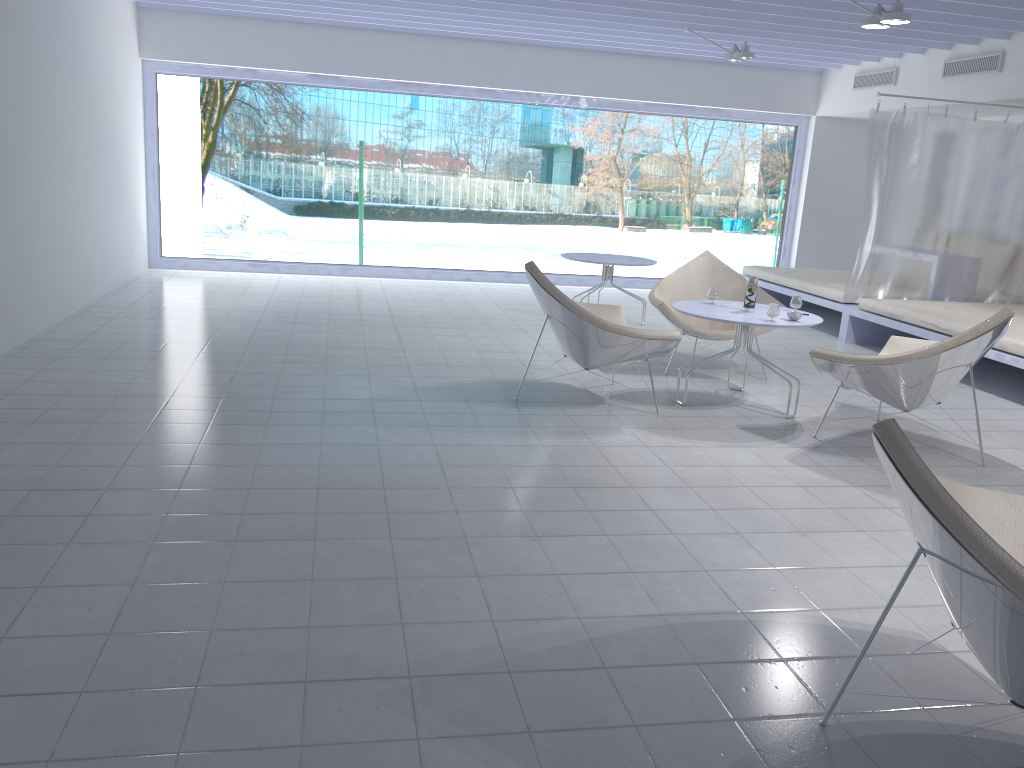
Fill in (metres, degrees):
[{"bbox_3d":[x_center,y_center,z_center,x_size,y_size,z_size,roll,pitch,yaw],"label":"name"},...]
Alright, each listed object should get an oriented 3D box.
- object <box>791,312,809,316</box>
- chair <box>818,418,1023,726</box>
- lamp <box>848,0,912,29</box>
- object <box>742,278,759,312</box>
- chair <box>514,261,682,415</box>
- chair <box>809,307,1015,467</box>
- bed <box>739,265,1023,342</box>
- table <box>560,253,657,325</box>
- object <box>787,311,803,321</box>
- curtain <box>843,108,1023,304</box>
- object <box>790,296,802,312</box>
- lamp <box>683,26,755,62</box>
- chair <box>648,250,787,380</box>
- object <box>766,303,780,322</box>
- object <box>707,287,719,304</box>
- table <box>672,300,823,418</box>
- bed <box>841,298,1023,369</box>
[{"bbox_3d":[1.531,-0.372,4.717,0.012,0.016,0.098,-10,19,-44],"label":"object"},{"bbox_3d":[1.126,0.471,1.980,0.753,0.759,0.906,5,14,6],"label":"chair"},{"bbox_3d":[2.106,-2.329,5.407,0.587,0.218,0.380,1,14,-11],"label":"lamp"},{"bbox_3d":[1.340,-0.503,4.974,0.075,0.189,0.075,-1,15,-19],"label":"object"},{"bbox_3d":[0.398,-0.285,4.869,0.753,0.759,0.906,0,14,-16],"label":"chair"},{"bbox_3d":[2.029,-0.058,4.394,0.906,0.759,0.753,-8,18,-40],"label":"chair"},{"bbox_3d":[3.533,-0.798,8.553,2.022,0.422,2.200,1,14,-11],"label":"bed"},{"bbox_3d":[0.806,-0.815,7.628,0.825,0.534,0.823,13,17,34],"label":"table"},{"bbox_3d":[1.512,-0.360,4.747,0.082,0.043,0.082,-9,19,-42],"label":"object"},{"bbox_3d":[3.731,-1.397,7.281,2.050,1.552,0.151,1,14,-11],"label":"curtain"},{"bbox_3d":[1.623,-0.457,5.069,0.068,0.091,0.068,-1,14,-19],"label":"object"},{"bbox_3d":[1.714,-2.846,7.415,0.587,0.218,0.380,1,14,-11],"label":"lamp"},{"bbox_3d":[1.346,-0.494,5.989,0.906,0.759,0.753,4,14,-1],"label":"chair"},{"bbox_3d":[1.374,-0.376,4.672,0.068,0.091,0.068,8,14,16],"label":"object"},{"bbox_3d":[1.176,-0.516,5.188,0.068,0.091,0.068,6,14,10],"label":"object"},{"bbox_3d":[1.295,-0.147,5.032,0.825,0.534,0.823,-1,15,-20],"label":"table"},{"bbox_3d":[3.928,-0.259,6.447,2.016,0.427,2.200,1,14,-11],"label":"bed"}]
